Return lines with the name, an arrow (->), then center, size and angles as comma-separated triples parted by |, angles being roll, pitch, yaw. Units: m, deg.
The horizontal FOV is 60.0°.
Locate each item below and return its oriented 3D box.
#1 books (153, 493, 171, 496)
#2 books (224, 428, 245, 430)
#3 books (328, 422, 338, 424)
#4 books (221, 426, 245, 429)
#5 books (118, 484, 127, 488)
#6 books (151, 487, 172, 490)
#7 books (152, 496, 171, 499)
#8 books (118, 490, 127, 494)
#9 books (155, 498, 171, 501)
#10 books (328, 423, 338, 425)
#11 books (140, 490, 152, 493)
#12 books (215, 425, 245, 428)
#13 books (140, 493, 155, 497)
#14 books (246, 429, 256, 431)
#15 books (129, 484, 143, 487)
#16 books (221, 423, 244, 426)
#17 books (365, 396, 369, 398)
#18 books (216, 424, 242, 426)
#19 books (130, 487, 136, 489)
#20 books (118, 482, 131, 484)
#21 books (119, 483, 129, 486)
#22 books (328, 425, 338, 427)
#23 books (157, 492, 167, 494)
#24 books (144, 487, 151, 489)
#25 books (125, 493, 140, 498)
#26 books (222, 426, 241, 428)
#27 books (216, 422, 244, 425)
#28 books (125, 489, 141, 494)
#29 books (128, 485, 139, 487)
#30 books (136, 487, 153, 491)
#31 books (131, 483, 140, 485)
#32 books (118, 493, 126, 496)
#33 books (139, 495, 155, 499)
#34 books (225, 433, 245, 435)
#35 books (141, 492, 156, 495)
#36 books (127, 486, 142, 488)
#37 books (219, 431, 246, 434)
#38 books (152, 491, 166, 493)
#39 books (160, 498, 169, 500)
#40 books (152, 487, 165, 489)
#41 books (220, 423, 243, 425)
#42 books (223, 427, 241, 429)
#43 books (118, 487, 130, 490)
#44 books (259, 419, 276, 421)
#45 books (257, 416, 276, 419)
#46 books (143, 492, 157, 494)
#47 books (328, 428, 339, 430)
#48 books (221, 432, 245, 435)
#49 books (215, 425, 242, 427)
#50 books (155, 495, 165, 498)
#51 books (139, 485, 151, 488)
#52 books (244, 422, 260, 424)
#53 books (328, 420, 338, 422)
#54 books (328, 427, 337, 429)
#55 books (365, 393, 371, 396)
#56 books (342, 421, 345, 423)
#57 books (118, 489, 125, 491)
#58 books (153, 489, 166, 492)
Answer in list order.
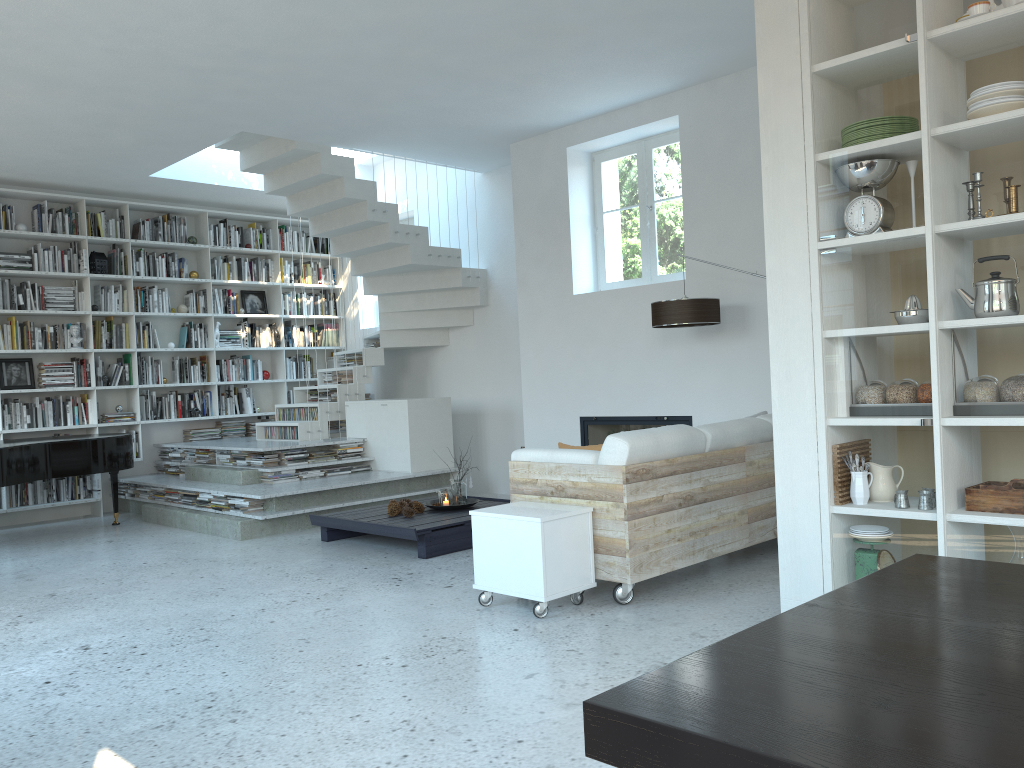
books -> -3.230, 1.022, 8.305 | 0.246, 0.011, 0.159 | -3, 0, 41
books -> -3.137, 0.501, 9.875 | 0.285, 0.007, 0.159 | -3, 0, -44
books -> -2.307, 0.476, 10.688 | 0.367, 0.007, 0.206 | -3, 0, -41
books -> -3.138, 0.483, 9.871 | 0.159, 0.005, 0.285 | -3, 0, 43
books -> -3.884, 1.021, 8.942 | 0.243, 0.013, 0.191 | -3, 0, 41
books -> -3.236, 0.972, 8.301 | 0.253, 0.015, 0.171 | -3, 0, 42
books -> -3.228, 1.054, 8.306 | 0.292, 0.012, 0.159 | -3, 0, 42
books -> -3.876, 1.081, 8.949 | 0.179, 0.012, 0.261 | -3, 0, -42
books -> -3.224, 1.075, 8.309 | 0.180, 0.014, 0.157 | -3, 0, 42
books -> -2.310, 0.491, 10.694 | 0.367, 0.007, 0.206 | -3, 0, -43
books -> -3.453, 1.022, 8.523 | 0.171, 0.020, 0.193 | -3, 0, -41
books -> -3.140, 0.472, 9.873 | 0.285, 0.005, 0.159 | -3, 0, -44
books -> -3.448, 1.058, 8.526 | 0.172, 0.014, 0.221 | -3, 0, -44
books -> -2.873, 0.515, 10.137 | 0.367, 0.007, 0.206 | -3, 0, -44
books -> -3.655, 0.992, 8.757 | 0.135, 0.014, 0.297 | -3, 0, -44
books -> -3.134, 0.450, 9.870 | 0.254, 0.006, 0.161 | -3, 0, -41
books -> -1.796, 0.154, 10.305 | 0.157, 0.025, 0.233 | -3, 0, 41
books -> -3.136, 0.455, 9.867 | 0.159, 0.005, 0.285 | -3, 0, 41
books -> -3.656, 1.022, 8.755 | 0.143, 0.019, 0.230 | -3, 0, -44
books -> -3.871, 0.990, 8.956 | 0.234, 0.014, 0.158 | -3, 0, 43
books -> -3.860, 1.005, 8.967 | 0.133, 0.017, 0.231 | -3, 0, -44
books -> -2.305, 0.514, 10.689 | 0.367, 0.007, 0.206 | -3, 0, -39
books -> -3.222, 1.010, 8.314 | 0.140, 0.013, 0.180 | -3, 0, -42
books -> -3.440, 0.987, 8.537 | 0.130, 0.018, 0.255 | -3, 0, -42
books -> -3.668, 1.087, 8.742 | 0.189, 0.030, 0.237 | -3, 0, -45
books -> -3.140, 0.477, 9.872 | 0.161, 0.006, 0.254 | -3, 0, 44
books -> -3.133, 0.439, 9.868 | 0.161, 0.006, 0.254 | -3, 0, 40
books -> -3.675, 1.047, 8.735 | 0.191, 0.028, 0.212 | -3, 0, -41
books -> -3.658, 1.002, 8.754 | 0.290, 0.005, 0.126 | -3, 0, 40
books -> -3.456, 1.005, 8.521 | 0.294, 0.015, 0.180 | -3, 0, 43
books -> -3.659, 0.976, 8.754 | 0.137, 0.018, 0.200 | -3, 0, -41
books -> -3.867, 1.103, 8.957 | 0.171, 0.016, 0.241 | -3, 0, -45
books -> -3.452, 1.079, 8.522 | 0.177, 0.026, 0.230 | -3, 0, -42
books -> -3.127, 0.556, 9.870 | 0.285, 0.007, 0.159 | -3, 0, -40
books -> -3.439, 1.047, 8.536 | 0.149, 0.007, 0.300 | -3, 0, -45
books -> -3.665, 1.009, 8.747 | 0.160, 0.009, 0.291 | -3, 0, -43
books -> -3.132, 0.542, 9.875 | 0.285, 0.007, 0.159 | -3, 0, -43
books -> -3.235, 1.000, 8.301 | 0.241, 0.009, 0.169 | -3, 0, 41
books -> -3.219, 1.063, 8.314 | 0.283, 0.008, 0.140 | -3, 0, 43
books -> -3.234, 0.959, 8.303 | 0.227, 0.011, 0.174 | -3, 0, 44
books -> -3.136, 0.445, 9.871 | 0.159, 0.005, 0.285 | -3, 0, 42
books -> -3.141, 0.488, 9.874 | 0.254, 0.006, 0.161 | -3, 0, -45
books -> -3.877, 1.045, 8.949 | 0.211, 0.009, 0.187 | -3, 0, 44
books -> -2.755, 0.408, 10.198 | 0.285, 0.012, 0.159 | -3, 0, 41
books -> -2.767, 0.380, 10.187 | 0.204, 0.036, 0.267 | -3, 0, -44
books -> -3.440, 1.038, 8.535 | 0.147, 0.012, 0.206 | -3, 0, -44
books -> -2.306, 0.553, 10.692 | 0.367, 0.007, 0.206 | -3, 0, -42
books -> -3.129, 0.549, 9.872 | 0.161, 0.007, 0.254 | -3, 0, 41
books -> -3.140, 0.466, 9.873 | 0.159, 0.005, 0.285 | -3, 0, 44
books -> -3.225, 1.042, 8.309 | 0.164, 0.012, 0.205 | -3, 0, -45
books -> -3.450, 0.976, 8.527 | 0.159, 0.006, 0.285 | -3, 0, -43
books -> -2.875, 0.438, 10.133 | 0.367, 0.007, 0.206 | -3, 0, -43
books -> -2.312, 0.454, 10.693 | 0.367, 0.007, 0.206 | -3, 0, -37
books -> -2.303, 0.538, 10.688 | 0.327, 0.008, 0.207 | -3, 0, -40
books -> -1.801, 0.129, 10.309 | 0.267, 0.026, 0.161 | -3, 0, -40
books -> -1.881, 0.438, 10.475 | 0.185, 0.027, 0.161 | -3, 0, -43
books -> -3.878, 1.056, 8.947 | 0.278, 0.012, 0.177 | -3, 0, 41
books -> -3.240, 0.988, 8.296 | 0.182, 0.016, 0.199 | -3, 0, -40
